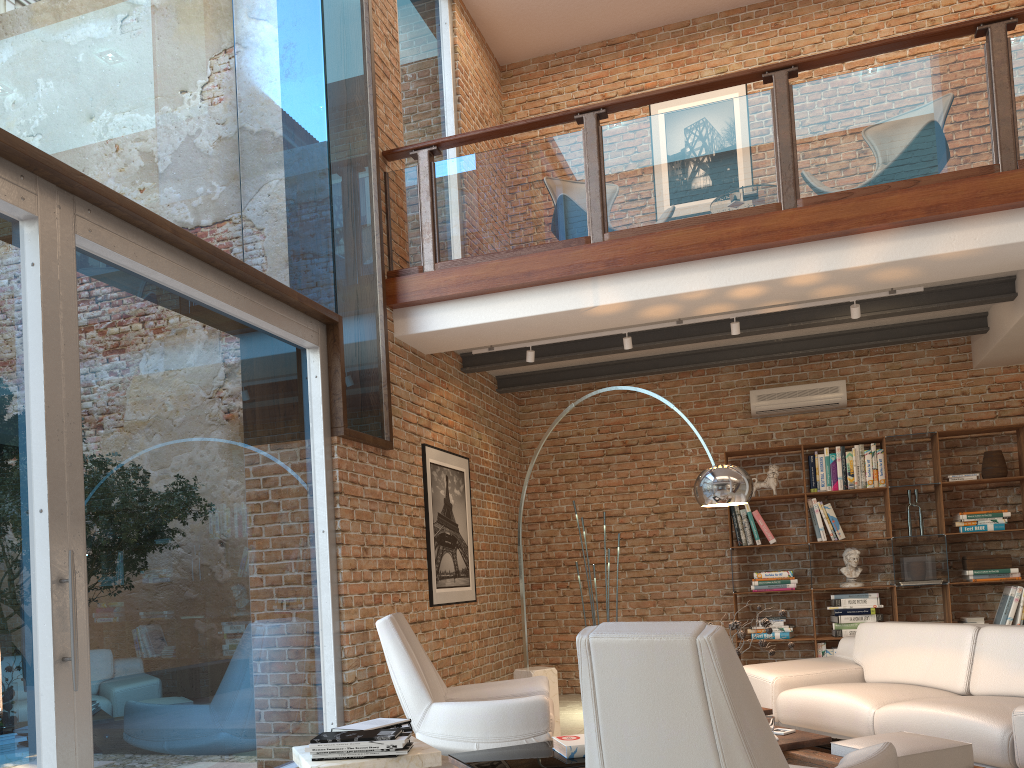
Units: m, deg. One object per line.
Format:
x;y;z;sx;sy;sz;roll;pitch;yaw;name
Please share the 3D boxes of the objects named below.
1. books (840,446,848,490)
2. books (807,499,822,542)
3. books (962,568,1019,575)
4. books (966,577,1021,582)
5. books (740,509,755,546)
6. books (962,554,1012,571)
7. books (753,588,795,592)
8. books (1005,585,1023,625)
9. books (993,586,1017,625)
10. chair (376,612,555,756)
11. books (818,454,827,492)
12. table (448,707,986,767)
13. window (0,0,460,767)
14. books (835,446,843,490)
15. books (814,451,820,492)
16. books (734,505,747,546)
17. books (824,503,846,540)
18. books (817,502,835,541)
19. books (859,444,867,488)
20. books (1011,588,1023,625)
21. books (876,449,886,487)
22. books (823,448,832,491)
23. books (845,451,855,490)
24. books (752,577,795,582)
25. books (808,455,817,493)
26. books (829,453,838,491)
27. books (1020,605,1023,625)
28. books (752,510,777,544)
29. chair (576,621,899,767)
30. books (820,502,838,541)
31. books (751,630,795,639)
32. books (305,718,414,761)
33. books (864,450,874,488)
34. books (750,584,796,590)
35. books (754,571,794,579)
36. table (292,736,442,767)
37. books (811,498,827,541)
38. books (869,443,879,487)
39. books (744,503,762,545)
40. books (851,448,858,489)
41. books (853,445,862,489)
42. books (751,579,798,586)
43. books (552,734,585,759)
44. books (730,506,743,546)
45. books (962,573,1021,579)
2.885;0.746;7.592;0.037;0.376;0.247;-4;-5;17;books
2.659;1.203;7.669;0.102;0.376;0.247;-4;-5;17;books
3.945;1.552;7.211;0.381;0.036;0.249;-7;-13;16;books
3.981;1.617;7.219;0.357;0.020;0.277;-7;-13;16;books
2.120;1.297;7.856;0.103;0.327;0.258;-4;-6;17;books
3.933;1.479;7.226;0.337;0.116;0.217;-7;-11;17;books
2.327;1.826;7.743;0.357;0.020;0.277;-7;-13;17;books
4.095;1.843;7.165;0.162;0.366;0.247;-4;-6;17;books
4.062;1.854;7.200;0.164;0.365;0.247;-4;-6;17;books
-0.255;1.794;5.021;0.984;0.979;1.048;-3;-8;2;chair
2.715;0.793;7.637;0.056;0.323;0.258;-4;-6;17;books
0.733;1.828;4.167;1.969;0.420;2.260;2;-13;-21;table
-2.503;-1.494;1.769;0.650;6.257;12.567;-4;-10;17;window
2.847;0.748;7.594;0.037;0.376;0.247;-4;-5;17;books
2.683;0.787;7.666;0.021;0.352;0.276;-4;-6;17;books
2.064;1.275;7.855;0.092;0.377;0.247;-4;-5;17;books
2.807;1.206;7.601;0.159;0.323;0.258;-5;-6;17;books
2.742;1.206;7.628;0.125;0.342;0.276;-4;-6;17;books
3.029;0.727;7.546;0.037;0.376;0.247;-4;-5;17;books
4.149;1.847;7.158;0.098;0.348;0.276;-4;-6;17;books
3.172;0.740;7.517;0.056;0.323;0.258;-4;-6;17;books
2.759;0.761;7.628;0.037;0.376;0.247;-4;-5;17;books
2.927;0.764;7.562;0.056;0.323;0.258;-4;-6;17;books
2.324;1.735;7.754;0.357;0.020;0.277;-7;-13;16;books
2.647;0.806;7.679;0.056;0.323;0.258;-4;-6;17;books
2.810;0.785;7.626;0.056;0.323;0.258;-4;-6;17;books
4.172;1.849;7.160;0.098;0.348;0.276;-4;-6;17;books
2.259;1.285;7.803;0.196;0.312;0.258;-5;-7;17;books
0.653;1.258;2.871;1.039;0.996;0.981;-8;-9;34;chair
2.766;1.206;7.630;0.125;0.342;0.276;-4;-6;17;books
2.316;2.226;7.735;0.329;0.054;0.258;-10;-14;27;books
-0.579;1.436;3.554;0.389;0.078;0.582;-3;-13;1;books
3.073;0.748;7.525;0.056;0.323;0.258;-4;-6;17;books
2.315;1.798;7.741;0.381;0.036;0.249;-6;-13;13;books
2.329;1.696;7.750;0.328;0.054;0.259;-8;-13;20;books
-0.580;1.711;3.488;0.495;0.494;0.505;0;-8;-22;table
2.688;1.195;7.635;0.104;0.376;0.247;-4;-5;17;books
3.119;0.716;7.517;0.037;0.376;0.247;-4;-5;17;books
2.162;1.261;7.810;0.122;0.374;0.247;-4;-6;17;books
2.967;0.749;7.565;0.021;0.352;0.276;-4;-6;17;books
2.998;0.735;7.570;0.037;0.376;0.247;-4;-5;17;books
2.321;1.759;7.733;0.381;0.036;0.249;-6;-13;11;books
0.374;1.652;3.998;0.326;0.055;0.261;0;-13;-12;books
2.026;1.278;7.859;0.092;0.377;0.247;-4;-5;17;books
3.971;1.593;7.238;0.381;0.036;0.249;-6;-13;13;books
